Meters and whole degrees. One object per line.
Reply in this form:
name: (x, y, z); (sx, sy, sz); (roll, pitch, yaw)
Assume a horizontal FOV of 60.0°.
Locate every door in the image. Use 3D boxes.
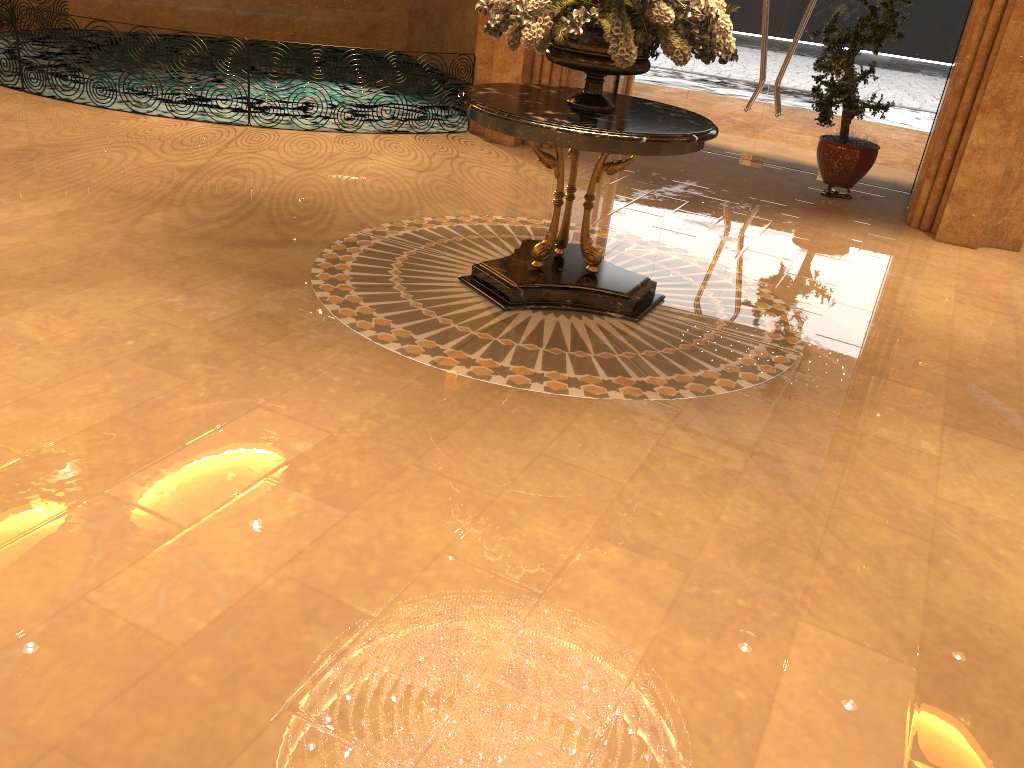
door: (2.893, -3.777, 9.500); (1.880, 2.758, 0.195); (18, 28, 21)

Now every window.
window: (2.936, -4.113, 9.335); (3.515, 3.571, 0.047); (18, 28, 21)

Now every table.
table: (0.372, -1.098, 5.286); (1.493, 1.089, 1.493); (15, 27, 15)

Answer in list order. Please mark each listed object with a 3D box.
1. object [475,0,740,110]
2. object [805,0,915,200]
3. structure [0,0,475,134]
object: (0.530, -2.025, 4.834); (1.277, 0.999, 1.318); (-10, 31, -32)
object: (3.251, -2.962, 8.397); (0.843, 2.363, 1.250); (9, 26, 3)
structure: (-4.437, -4.014, 10.455); (7.624, 0.995, 3.815); (29, 33, 36)
